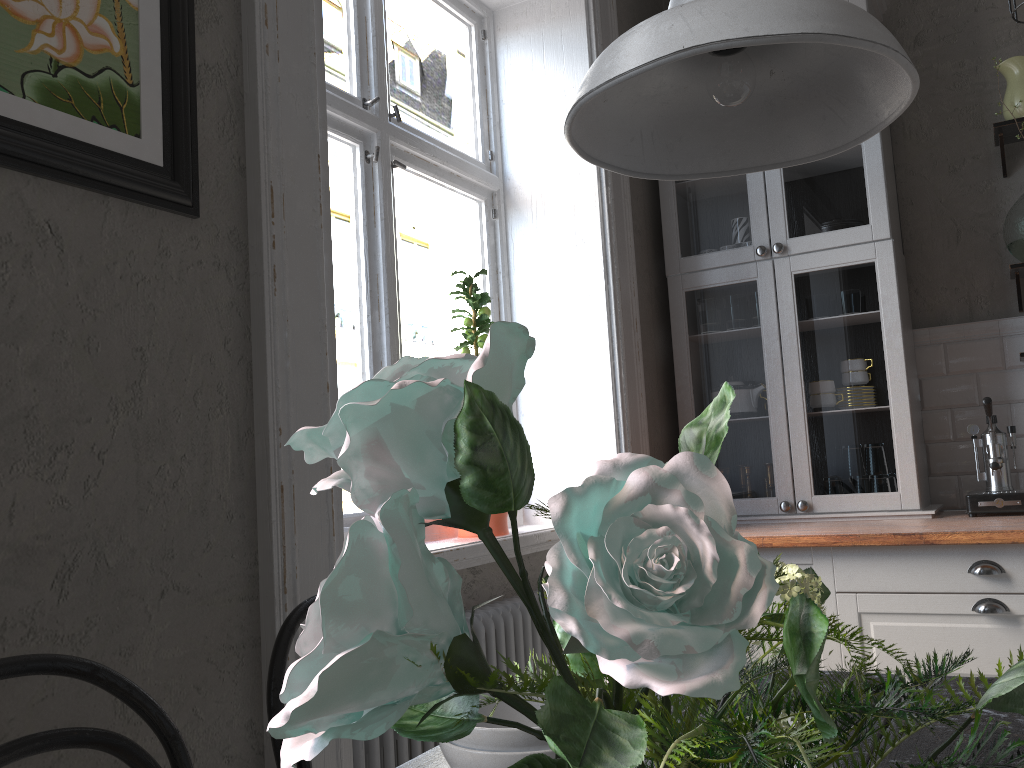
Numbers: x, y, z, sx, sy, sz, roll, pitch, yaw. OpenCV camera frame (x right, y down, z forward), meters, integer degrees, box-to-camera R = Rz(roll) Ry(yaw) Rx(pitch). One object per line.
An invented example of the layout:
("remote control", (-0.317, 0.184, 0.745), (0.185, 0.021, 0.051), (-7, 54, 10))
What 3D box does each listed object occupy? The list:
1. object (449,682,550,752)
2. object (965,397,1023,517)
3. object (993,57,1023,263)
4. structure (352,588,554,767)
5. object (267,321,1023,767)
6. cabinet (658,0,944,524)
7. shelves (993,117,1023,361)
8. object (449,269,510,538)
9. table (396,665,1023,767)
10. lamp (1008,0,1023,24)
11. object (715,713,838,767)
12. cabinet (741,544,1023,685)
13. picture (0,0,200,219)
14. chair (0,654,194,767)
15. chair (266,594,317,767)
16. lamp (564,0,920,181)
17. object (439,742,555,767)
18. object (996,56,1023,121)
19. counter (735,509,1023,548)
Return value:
("object", (0.020, 0.357, 0.859), (0.177, 0.094, 0.182), (-6, -6, 20))
("object", (1.544, 0.232, 2.828), (0.202, 0.370, 0.359), (-7, -6, 29))
("object", (1.761, -0.744, 2.978), (0.335, 0.674, 0.337), (-3, -6, -3))
("structure", (-0.091, 0.815, 2.345), (0.146, 0.428, 1.244), (-6, -6, 28))
("object", (0.075, 0.176, 0.314), (0.306, 0.414, 0.256), (-6, -6, 27))
("cabinet", (1.013, -0.444, 3.287), (0.864, 1.920, 0.395), (-7, -6, 28))
("shelves", (2.283, -0.487, 2.757), (1.293, 0.923, 0.233), (-7, -6, 28))
("object", (-0.108, 0.050, 2.691), (0.265, 0.813, 0.255), (0, -7, -34))
("table", (0.097, 0.779, 0.585), (0.889, 0.735, 1.954), (-7, -7, 29))
("lamp", (1.093, -1.663, 1.968), (0.147, 1.734, 0.146), (-3, -6, -4))
("object", (0.230, 0.364, 0.794), (0.122, 0.119, 0.130), (-9, -8, 44))
("cabinet", (1.812, 0.671, 1.256), (2.009, 0.854, 4.151), (-2, -6, -14))
("picture", (-0.670, -0.597, 1.271), (0.019, 0.619, 0.530), (-7, -6, 29))
("chair", (-0.313, 0.738, 0.836), (0.540, 0.920, 0.445), (-6, -6, 26))
("chair", (-0.052, 0.763, 1.257), (0.538, 0.920, 0.447), (-8, -8, 41))
("lamp", (0.192, -1.207, 1.071), (0.372, 1.858, 0.387), (-8, -7, 36))
("object", (0.021, 0.377, 0.857), (0.177, 0.094, 0.182), (-6, -6, 20))
("object", (1.767, -0.995, 3.009), (0.187, 0.216, 0.177), (-9, -8, 42))
("counter", (1.324, 0.301, 1.375), (3.106, 0.039, 3.451), (-7, -7, 29))
